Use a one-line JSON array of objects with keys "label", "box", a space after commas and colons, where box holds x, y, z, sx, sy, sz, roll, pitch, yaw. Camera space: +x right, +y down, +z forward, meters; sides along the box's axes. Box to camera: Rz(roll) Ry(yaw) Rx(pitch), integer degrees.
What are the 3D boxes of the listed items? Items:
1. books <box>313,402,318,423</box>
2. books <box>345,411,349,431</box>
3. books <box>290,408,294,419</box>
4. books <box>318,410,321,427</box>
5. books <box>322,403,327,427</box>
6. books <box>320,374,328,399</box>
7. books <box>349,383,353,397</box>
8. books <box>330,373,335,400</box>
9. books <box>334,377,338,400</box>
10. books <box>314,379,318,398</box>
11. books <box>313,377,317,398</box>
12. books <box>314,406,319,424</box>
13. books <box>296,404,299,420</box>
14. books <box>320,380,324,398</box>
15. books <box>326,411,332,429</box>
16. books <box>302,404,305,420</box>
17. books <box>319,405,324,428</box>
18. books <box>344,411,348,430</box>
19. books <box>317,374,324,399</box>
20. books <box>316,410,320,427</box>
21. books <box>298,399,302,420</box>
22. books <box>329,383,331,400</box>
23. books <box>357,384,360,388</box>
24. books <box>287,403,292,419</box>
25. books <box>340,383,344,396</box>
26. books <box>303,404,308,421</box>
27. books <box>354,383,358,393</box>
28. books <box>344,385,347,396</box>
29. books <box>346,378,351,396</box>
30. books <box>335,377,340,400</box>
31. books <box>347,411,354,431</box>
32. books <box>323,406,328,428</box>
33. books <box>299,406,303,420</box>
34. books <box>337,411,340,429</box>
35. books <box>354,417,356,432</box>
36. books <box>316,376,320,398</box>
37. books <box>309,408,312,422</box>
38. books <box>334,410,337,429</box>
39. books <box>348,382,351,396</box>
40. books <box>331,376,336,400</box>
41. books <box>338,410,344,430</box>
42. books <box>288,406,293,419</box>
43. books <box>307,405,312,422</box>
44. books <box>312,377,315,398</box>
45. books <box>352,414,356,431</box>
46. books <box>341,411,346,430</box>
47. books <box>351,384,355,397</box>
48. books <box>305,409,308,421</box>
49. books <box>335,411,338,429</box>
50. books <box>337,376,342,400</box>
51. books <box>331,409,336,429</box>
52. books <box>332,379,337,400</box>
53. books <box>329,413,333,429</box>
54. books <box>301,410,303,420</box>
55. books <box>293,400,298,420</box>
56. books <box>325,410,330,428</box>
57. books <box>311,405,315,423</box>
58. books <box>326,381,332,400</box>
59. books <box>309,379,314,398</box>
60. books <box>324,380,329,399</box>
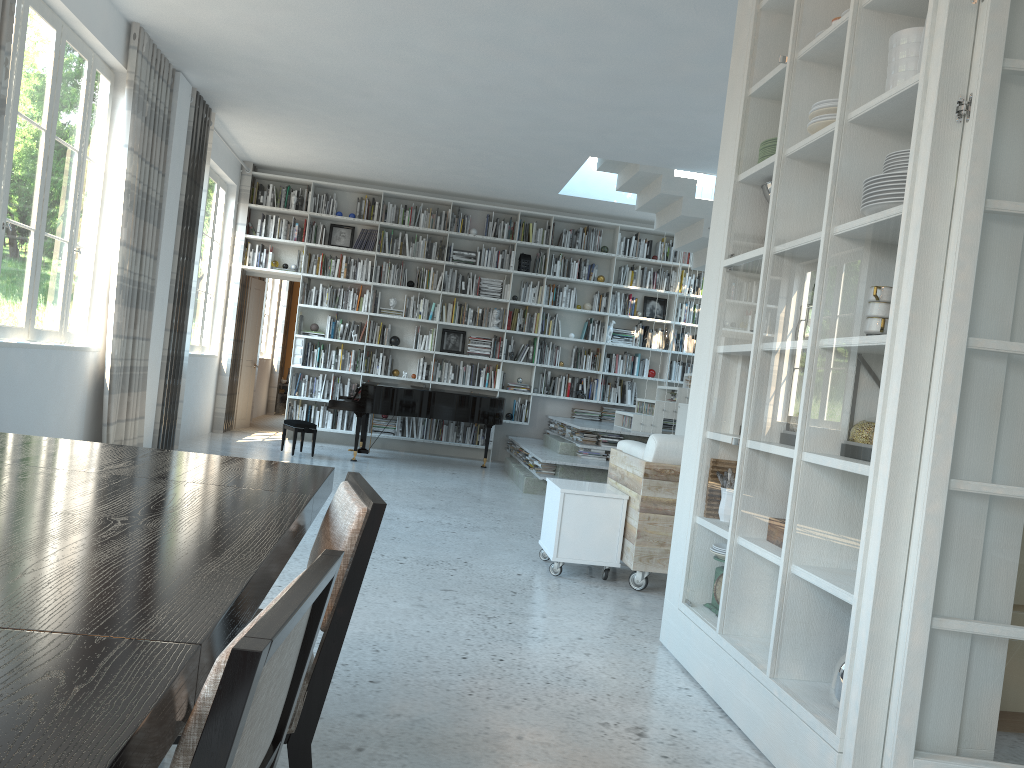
[{"label": "books", "box": [-2.415, 0.371, 10.862, 0.013, 0.300, 0.183, 7, 1, -7]}, {"label": "books", "box": [-2.020, 0.416, 10.907, 0.012, 0.304, 0.165, 7, 1, -7]}, {"label": "books", "box": [-2.683, 0.395, 10.825, 0.029, 0.190, 0.176, 7, 1, -7]}, {"label": "books", "box": [-2.358, 0.423, 10.897, 0.014, 0.211, 0.146, 7, 1, -7]}, {"label": "books", "box": [-2.308, 0.382, 10.894, 0.014, 0.304, 0.139, 7, 1, -7]}, {"label": "books", "box": [-2.303, 0.028, 10.863, 0.039, 0.307, 0.172, 7, 1, -7]}, {"label": "books", "box": [-1.982, 0.107, 10.931, 0.030, 0.227, 0.140, 7, 1, -7]}, {"label": "books", "box": [-2.205, 0.031, 10.871, 0.014, 0.325, 0.170, 7, 1, -7]}, {"label": "books", "box": [-2.157, 0.057, 10.906, 0.013, 0.284, 0.139, 7, 1, -7]}, {"label": "books", "box": [-2.392, 0.057, 10.860, 0.028, 0.229, 0.157, 7, 1, -7]}, {"label": "books", "box": [-2.408, 0.044, 10.845, 0.010, 0.252, 0.177, 7, 1, -7]}, {"label": "books", "box": [-2.403, 0.400, 10.886, 0.022, 0.246, 0.134, 7, 1, -7]}, {"label": "books", "box": [-2.619, 0.374, 10.854, 0.024, 0.246, 0.143, 7, 1, -7]}, {"label": "books", "box": [-2.334, 0.062, 10.881, 0.012, 0.232, 0.148, 7, 1, -7]}, {"label": "books", "box": [-2.245, 0.439, 10.883, 0.028, 0.206, 0.171, 7, 1, -7]}, {"label": "books", "box": [-2.544, 0.375, 10.842, 0.013, 0.261, 0.174, 7, 1, -7]}, {"label": "books", "box": [-2.330, 0.398, 10.873, 0.031, 0.266, 0.186, 7, 1, -7]}, {"label": "books", "box": [-2.037, 0.418, 10.908, 0.021, 0.296, 0.187, 7, 1, -7]}, {"label": "books", "box": [-2.349, 0.027, 10.876, 0.027, 0.299, 0.142, 7, 1, -7]}, {"label": "books", "box": [-2.377, 0.425, 10.865, 0.030, 0.201, 0.168, 7, 1, -7]}, {"label": "books", "box": [-2.597, 0.340, 10.852, 0.011, 0.318, 0.157, 7, 1, -7]}, {"label": "books", "box": [-2.227, 0.087, 10.891, 0.013, 0.209, 0.154, 7, 1, -7]}, {"label": "books", "box": [-1.902, 0.115, 10.925, 0.030, 0.230, 0.151, 7, 1, -7]}, {"label": "books", "box": [-2.725, 0.357, 10.846, 0.012, 0.254, 0.161, 7, 1, -7]}, {"label": "books", "box": [-2.089, 0.100, 10.900, 0.059, 0.216, 0.177, 7, 1, -7]}, {"label": "books", "box": [-2.526, 0.375, 10.850, 0.023, 0.266, 0.177, 7, 1, -7]}, {"label": "books", "box": [-1.931, 0.109, 10.931, 0.026, 0.236, 0.140, 7, 1, -7]}, {"label": "books", "box": [-2.049, 0.111, 10.924, 0.030, 0.203, 0.142, 7, 1, -7]}, {"label": "books", "box": [-2.016, 0.072, 10.918, 0.025, 0.288, 0.130, 7, 1, -7]}, {"label": "books", "box": [-2.138, 0.056, 10.896, 0.022, 0.291, 0.137, 7, 1, -7]}, {"label": "books", "box": [-1.988, 0.444, 10.934, 0.065, 0.256, 0.155, 7, 1, -7]}, {"label": "books", "box": [-2.289, 0.403, 10.878, 0.025, 0.266, 0.159, 7, 1, -7]}, {"label": "books", "box": [-2.586, 0.388, 10.849, 0.022, 0.226, 0.154, 7, 1, -7]}, {"label": "books", "box": [-2.130, 0.443, 10.907, 0.022, 0.225, 0.141, 7, 1, -7]}, {"label": "books", "box": [-1.917, 0.464, 10.902, 0.017, 0.233, 0.212, 7, 1, -7]}, {"label": "books", "box": [-2.371, 0.037, 10.881, 0.013, 0.274, 0.146, 7, 1, -7]}, {"label": "books", "box": [-2.464, 0.405, 10.867, 0.022, 0.221, 0.163, 7, 1, -7]}, {"label": "books", "box": [-2.168, 0.396, 10.915, 0.013, 0.310, 0.130, 7, 1, -7]}, {"label": "books", "box": [-1.998, 0.099, 10.894, 0.011, 0.239, 0.174, 7, 1, -7]}, {"label": "books", "box": [-2.195, 0.047, 10.881, 0.012, 0.295, 0.176, 7, 1, -7]}, {"label": "books", "box": [-2.104, 0.430, 10.907, 0.027, 0.256, 0.179, 7, 1, -7]}, {"label": "books", "box": [-2.710, 0.378, 10.848, 0.023, 0.216, 0.158, 7, 1, -7]}, {"label": "books", "box": [-2.486, 0.387, 10.874, 0.022, 0.252, 0.139, 7, 1, -7]}, {"label": "books", "box": [-2.419, 0.040, 10.848, 0.013, 0.257, 0.189, 7, 1, -7]}, {"label": "books", "box": [-1.941, 0.440, 10.941, 0.027, 0.276, 0.143, 7, 1, -7]}, {"label": "books", "box": [-2.073, 0.430, 10.934, 0.040, 0.264, 0.137, 7, 1, -7]}, {"label": "books", "box": [-1.951, 0.110, 10.892, 0.023, 0.228, 0.190, 7, 1, -7]}, {"label": "books", "box": [-2.510, 0.407, 10.869, 0.022, 0.205, 0.158, 7, 1, -7]}, {"label": "books", "box": [-2.155, 0.445, 10.916, 0.024, 0.214, 0.137, 7, 1, -7]}, {"label": "books", "box": [-2.120, 0.053, 10.893, 0.013, 0.301, 0.172, 7, 1, -7]}, {"label": "books", "box": [-2.186, 0.427, 10.883, 0.023, 0.244, 0.188, 7, 1, -7]}, {"label": "books", "box": [-2.179, 0.070, 10.902, 0.029, 0.254, 0.153, 7, 1, -7]}, {"label": "books", "box": [-2.216, 0.451, 10.880, 0.031, 0.188, 0.190, 7, 1, -7]}, {"label": "books", "box": [-2.568, 0.410, 10.859, 0.022, 0.186, 0.145, 7, 1, -7]}, {"label": "books", "box": [-2.649, 0.346, 10.842, 0.044, 0.294, 0.181, 7, 1, -7]}, {"label": "books", "box": [-2.269, 0.430, 10.881, 0.021, 0.218, 0.190, 7, 1, -7]}, {"label": "books", "box": [-2.439, 0.390, 10.875, 0.027, 0.256, 0.160, 7, 1, -7]}, {"label": "books", "box": [-2.247, 0.077, 10.889, 0.028, 0.225, 0.134, 7, 1, -7]}, {"label": "books", "box": [-2.441, 0.054, 10.844, 0.028, 0.223, 0.189, 7, 1, -7]}, {"label": "books", "box": [-2.275, 0.066, 10.889, 0.031, 0.239, 0.132, 7, 1, -7]}]
